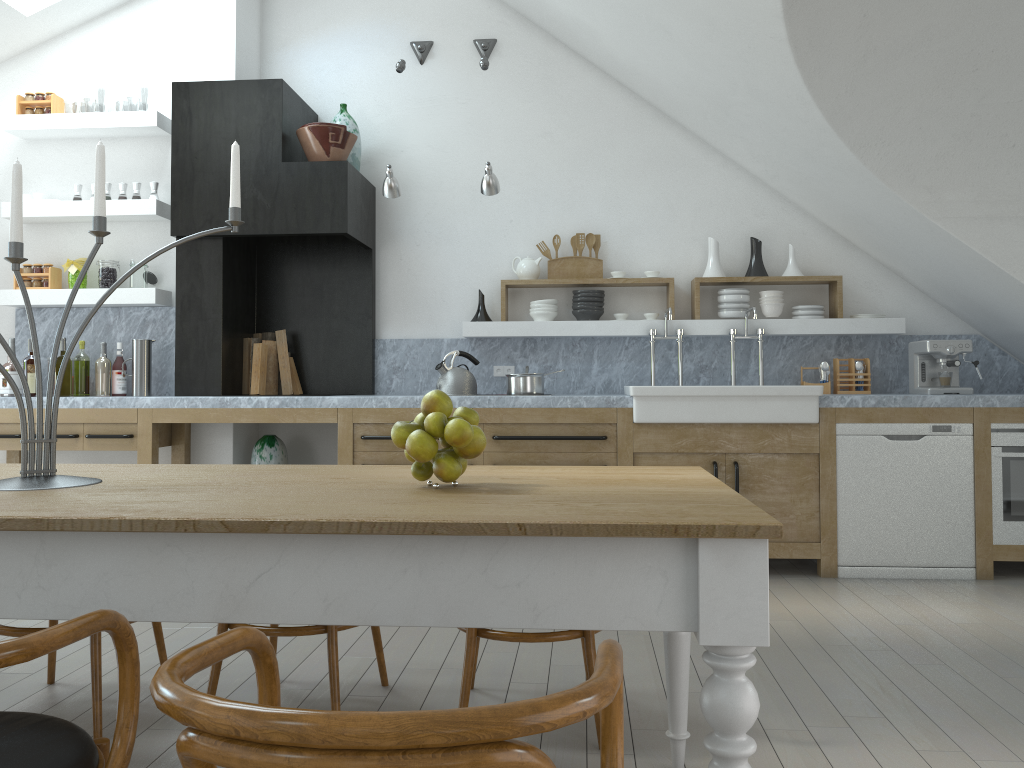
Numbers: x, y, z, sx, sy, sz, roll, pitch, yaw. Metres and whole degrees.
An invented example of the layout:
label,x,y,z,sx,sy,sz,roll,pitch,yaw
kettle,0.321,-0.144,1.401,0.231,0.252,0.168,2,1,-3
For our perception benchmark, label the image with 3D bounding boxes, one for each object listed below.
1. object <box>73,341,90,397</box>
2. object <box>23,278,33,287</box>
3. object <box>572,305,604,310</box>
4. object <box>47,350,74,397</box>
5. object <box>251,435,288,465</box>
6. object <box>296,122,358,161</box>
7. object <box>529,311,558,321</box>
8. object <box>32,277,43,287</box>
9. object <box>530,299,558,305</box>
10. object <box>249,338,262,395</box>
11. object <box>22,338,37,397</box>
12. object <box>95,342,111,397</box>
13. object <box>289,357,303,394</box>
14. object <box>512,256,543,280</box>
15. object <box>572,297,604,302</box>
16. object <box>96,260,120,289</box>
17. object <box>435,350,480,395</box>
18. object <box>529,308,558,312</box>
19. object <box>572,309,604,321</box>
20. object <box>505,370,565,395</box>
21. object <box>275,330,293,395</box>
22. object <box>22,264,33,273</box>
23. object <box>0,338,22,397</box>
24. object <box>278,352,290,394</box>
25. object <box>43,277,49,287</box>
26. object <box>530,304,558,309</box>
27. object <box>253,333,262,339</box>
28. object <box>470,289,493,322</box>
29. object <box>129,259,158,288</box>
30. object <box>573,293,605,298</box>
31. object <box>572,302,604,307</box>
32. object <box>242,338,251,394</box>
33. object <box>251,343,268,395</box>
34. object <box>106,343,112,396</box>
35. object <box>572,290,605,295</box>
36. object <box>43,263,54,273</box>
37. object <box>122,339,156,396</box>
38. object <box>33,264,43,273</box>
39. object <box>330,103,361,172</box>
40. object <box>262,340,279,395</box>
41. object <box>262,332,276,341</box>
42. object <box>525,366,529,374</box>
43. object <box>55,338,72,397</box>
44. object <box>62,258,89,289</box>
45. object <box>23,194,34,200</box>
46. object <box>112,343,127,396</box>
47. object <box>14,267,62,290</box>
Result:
label,x,y,z,sx,sy,sz,roll,pitch,yaw
object,-2.587,-0.091,5.332,0.092,0.339,0.092,-1,-2,23
object,-3.016,-0.625,5.517,0.058,0.075,0.058,-1,-1,28
object,0.485,-0.458,5.660,0.205,0.086,0.205,0,0,42
object,-2.736,-0.066,5.411,0.184,0.286,0.183,-1,-1,29
object,-1.529,0.571,5.591,0.231,0.499,0.230,1,-2,-44
object,-1.135,-1.428,5.411,0.348,0.237,0.366,0,-1,22
object,0.203,-0.426,5.681,0.181,0.064,0.181,0,0,27
object,-2.949,-0.625,5.511,0.058,0.075,0.058,-1,-1,28
object,0.206,-0.501,5.683,0.180,0.076,0.181,0,0,42
object,-1.632,-0.107,5.627,0.068,0.367,0.131,-1,-2,19
object,-2.844,-0.091,5.241,0.092,0.359,0.093,-2,-2,39
object,-2.446,-0.085,5.300,0.085,0.331,0.085,-1,-2,13
object,-1.422,-0.050,5.761,0.113,0.252,0.057,0,-2,8
object,0.098,-0.745,5.728,0.168,0.169,0.174,0,-1,-12
object,0.487,-0.508,5.661,0.205,0.072,0.205,0,0,-8
object,-2.489,-0.671,5.460,0.120,0.183,0.120,-1,-1,20
object,-0.325,-0.065,5.217,0.246,0.268,0.246,0,-1,15
object,0.202,-0.449,5.682,0.181,0.065,0.181,0,0,42
object,0.485,-0.432,5.659,0.205,0.072,0.205,0,0,-8
object,0.153,-0.002,5.182,0.394,0.170,0.232,0,-1,-16
object,-1.450,-0.137,5.687,0.148,0.428,0.078,-2,-2,40
object,-3.016,-0.711,5.519,0.058,0.075,0.058,-1,-1,28
object,-3.015,-0.098,5.340,0.088,0.360,0.085,-1,-2,26
object,-1.501,-0.059,5.787,0.105,0.296,0.110,0,-2,-20
object,-2.882,-0.625,5.506,0.058,0.075,0.058,-1,-1,28
object,0.205,-0.472,5.683,0.181,0.069,0.181,0,0,22
object,-1.664,-0.118,5.807,0.068,0.425,0.088,-1,-2,19
object,-0.197,-0.504,5.736,0.156,0.218,0.156,0,-1,-14
object,-2.274,-0.668,5.444,0.103,0.178,0.207,-1,-1,27
object,0.491,-0.533,5.665,0.205,0.084,0.205,0,0,32
object,0.487,-0.486,5.655,0.205,0.086,0.205,0,0,-43
object,-1.688,-0.113,5.646,0.057,0.359,0.074,-1,-2,19
object,-1.582,-0.090,5.547,0.081,0.336,0.148,0,-2,-5
object,-2.494,-0.087,5.418,0.085,0.331,0.085,-1,-2,13
object,0.489,-0.561,5.668,0.205,0.080,0.205,0,0,7
object,-2.882,-0.712,5.509,0.058,0.075,0.058,-1,-1,28
object,-2.236,-0.096,5.321,0.164,0.340,0.114,0,-2,8
object,-2.949,-0.711,5.514,0.058,0.075,0.058,-1,-1,28
object,-1.092,-1.562,5.741,0.231,0.504,0.230,1,-2,-44
object,-1.556,-0.095,5.665,0.072,0.367,0.130,-1,-2,23
object,-1.593,-0.106,5.793,0.089,0.459,0.110,0,-2,5
object,0.076,-0.027,5.223,0.051,0.167,0.235,0,-1,0
object,-2.646,-0.095,5.228,0.092,0.359,0.092,1,-2,-41
object,-2.688,-0.677,5.473,0.163,0.199,0.128,0,-1,-1
object,-3.016,-1.146,5.522,0.058,0.061,0.057,0,-1,4
object,-2.389,-0.087,5.395,0.081,0.330,0.081,-1,-2,32
object,-2.947,-0.649,5.511,0.237,0.146,0.120,0,-1,5
